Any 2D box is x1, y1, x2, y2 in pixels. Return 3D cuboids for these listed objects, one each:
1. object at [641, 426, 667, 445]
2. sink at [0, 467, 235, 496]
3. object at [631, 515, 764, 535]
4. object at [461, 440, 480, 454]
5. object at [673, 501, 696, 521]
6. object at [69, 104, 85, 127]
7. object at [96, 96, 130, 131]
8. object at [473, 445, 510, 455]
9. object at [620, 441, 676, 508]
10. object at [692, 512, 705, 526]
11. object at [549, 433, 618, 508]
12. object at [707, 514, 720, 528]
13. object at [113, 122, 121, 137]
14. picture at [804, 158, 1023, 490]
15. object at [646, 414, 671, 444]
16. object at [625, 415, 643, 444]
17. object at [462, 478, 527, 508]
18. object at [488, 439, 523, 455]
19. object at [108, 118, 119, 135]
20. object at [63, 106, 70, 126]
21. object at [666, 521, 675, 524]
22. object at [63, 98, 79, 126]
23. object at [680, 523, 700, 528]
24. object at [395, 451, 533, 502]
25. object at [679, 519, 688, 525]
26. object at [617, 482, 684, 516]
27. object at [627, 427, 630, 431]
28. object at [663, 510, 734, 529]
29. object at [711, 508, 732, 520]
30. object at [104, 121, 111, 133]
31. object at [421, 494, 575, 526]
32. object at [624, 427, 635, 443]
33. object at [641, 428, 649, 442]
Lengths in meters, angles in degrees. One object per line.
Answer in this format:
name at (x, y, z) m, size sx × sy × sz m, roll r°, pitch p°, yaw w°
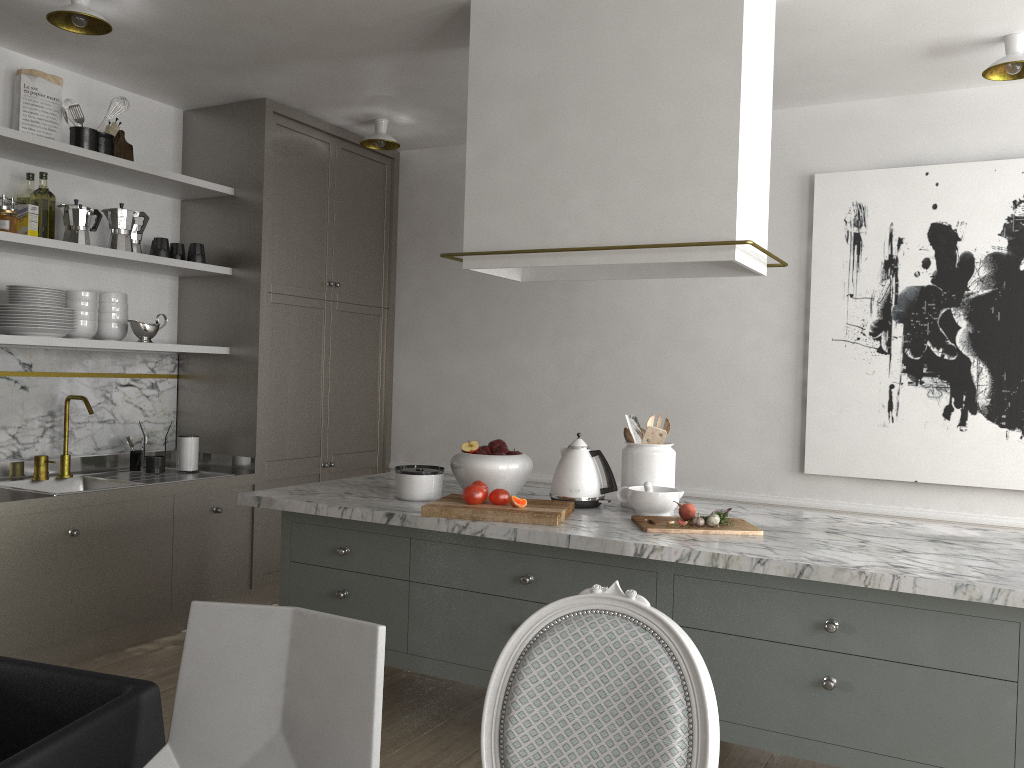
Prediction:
object at (0.420, 0.264, 2.857) m, size 0.149 × 0.262 × 0.054 m, roll 2°, pitch 1°, yaw 43°
sink at (-1.660, 0.482, 3.706) m, size 0.475 × 0.174 × 0.877 m, roll 2°, pitch 1°, yaw 28°
object at (0.519, 0.401, 2.519) m, size 0.330 × 0.012 × 0.220 m, roll 2°, pitch 1°, yaw -2°
object at (-0.139, 0.211, 2.939) m, size 0.061 × 0.048 × 0.054 m, roll 2°, pitch 1°, yaw -8°
object at (0.503, 0.368, 2.567) m, size 0.050 × 0.051 × 0.090 m, roll 2°, pitch 1°, yaw -9°
object at (-1.732, -1.024, 3.592) m, size 0.039 × 0.185 × 0.132 m, roll 2°, pitch 1°, yaw 19°
object at (-1.665, -1.117, 3.694) m, size 0.070 × 0.187 × 0.135 m, roll 2°, pitch 1°, yaw 31°
object at (-0.072, 0.245, 2.949) m, size 0.154 × 0.074 × 0.135 m, roll 2°, pitch 1°, yaw 24°
object at (0.444, 0.295, 2.898) m, size 0.174 × 0.208 × 0.174 m, roll 1°, pitch 1°, yaw -44°
object at (0.519, 0.376, 2.465) m, size 0.033 × 0.037 × 0.034 m, roll 2°, pitch 1°, yaw 6°
object at (0.219, 0.275, 2.855) m, size 0.178 × 0.236 × 0.204 m, roll 2°, pitch 1°, yaw -25°
object at (0.559, 0.379, 2.461) m, size 0.035 × 0.036 × 0.037 m, roll 2°, pitch 1°, yaw 16°
object at (-1.718, -1.035, 3.782) m, size 0.016 × 0.191 × 0.106 m, roll 2°, pitch 1°, yaw 38°
picture at (1.997, -0.238, 3.549) m, size 1.545 × 1.315 × 0.039 m, roll 2°, pitch 1°, yaw 28°
object at (0.463, 0.248, 2.946) m, size 0.131 × 0.296 × 0.056 m, roll 1°, pitch 1°, yaw -42°
object at (0.440, 0.249, 2.907) m, size 0.141 × 0.290 × 0.064 m, roll 2°, pitch 1°, yaw 42°
object at (-0.043, 0.321, 2.637) m, size 0.194 × 0.079 × 0.135 m, roll 2°, pitch 1°, yaw 17°
object at (-0.020, 0.235, 2.977) m, size 0.071 × 0.091 × 0.167 m, roll 1°, pitch 1°, yaw -37°
object at (-1.708, -1.027, 3.747) m, size 0.083 × 0.201 × 0.023 m, roll 2°, pitch 1°, yaw -7°
object at (-1.799, -1.030, 3.639) m, size 0.098 × 0.199 × 0.059 m, roll 1°, pitch 1°, yaw -43°
object at (0.442, 0.387, 2.480) m, size 0.028 × 0.010 × 0.015 m, roll 2°, pitch 1°, yaw 2°
object at (-1.767, -1.070, 3.576) m, size 0.050 × 0.148 × 0.085 m, roll 2°, pitch 1°, yaw 30°
object at (0.490, 0.390, 2.456) m, size 0.043 × 0.008 × 0.059 m, roll 2°, pitch 1°, yaw -20°
object at (-0.173, 0.302, 3.002) m, size 0.491 × 0.156 × 0.364 m, roll 2°, pitch 1°, yaw 5°
object at (0.478, 0.385, 2.470) m, size 0.030 × 0.017 × 0.013 m, roll 2°, pitch 1°, yaw 37°
object at (0.428, 0.346, 2.721) m, size 0.172 × 0.110 × 0.159 m, roll 2°, pitch 1°, yaw -17°
object at (0.424, 0.269, 2.930) m, size 0.118 × 0.250 × 0.033 m, roll 2°, pitch 1°, yaw -22°
object at (0.506, 0.380, 2.484) m, size 0.224 × 0.058 × 0.116 m, roll 2°, pitch 1°, yaw -26°
object at (0.603, 0.378, 2.562) m, size 0.057 × 0.039 × 0.049 m, roll 2°, pitch 1°, yaw 25°
object at (-1.737, -1.027, 3.780) m, size 0.023 × 0.202 × 0.079 m, roll 2°, pitch 1°, yaw 8°
object at (-0.034, 0.373, 2.648) m, size 0.400 × 0.030 × 0.290 m, roll 2°, pitch 1°, yaw 13°
object at (0.418, 0.268, 2.882) m, size 0.117 × 0.251 × 0.061 m, roll 2°, pitch 1°, yaw 8°
object at (0.454, 0.270, 2.946) m, size 0.114 × 0.247 × 0.050 m, roll 2°, pitch 1°, yaw 33°
